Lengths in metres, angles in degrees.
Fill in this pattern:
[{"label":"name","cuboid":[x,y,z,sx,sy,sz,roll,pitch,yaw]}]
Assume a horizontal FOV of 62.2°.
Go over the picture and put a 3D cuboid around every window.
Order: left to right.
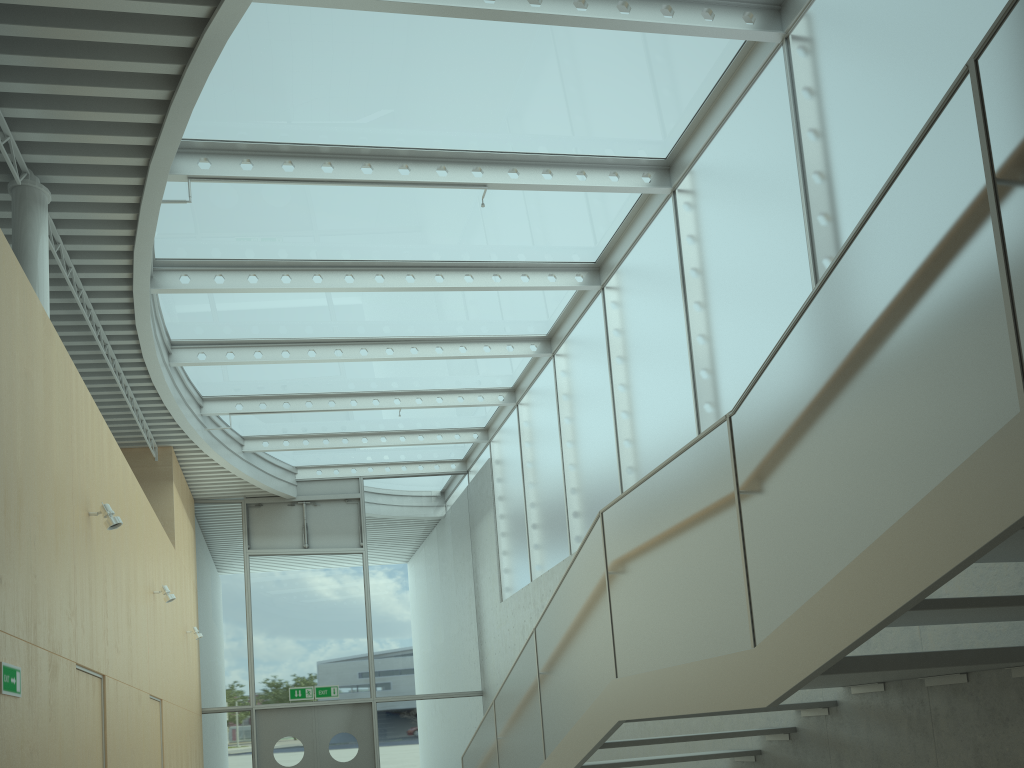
[{"label":"window","cuboid":[-2.851,4.515,14.591,4.850,6.039,0.114,-1,-7,-16]},{"label":"window","cuboid":[-1.241,1.982,9.301,4.776,5.971,16.867,-1,-21,-15]},{"label":"window","cuboid":[0.735,0.568,10.051,0.030,2.617,16.680,-3,-22,-16]}]

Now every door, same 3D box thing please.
[{"label":"door","cuboid":[-3.249,6.428,14.202,1.919,2.024,0.182,0,-8,-16]}]

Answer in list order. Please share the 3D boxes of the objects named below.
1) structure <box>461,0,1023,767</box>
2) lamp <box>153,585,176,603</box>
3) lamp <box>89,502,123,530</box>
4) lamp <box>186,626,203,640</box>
[{"label":"structure","cuboid":[1.710,0.992,3.889,1.881,4.011,13.440,-2,-21,-16]},{"label":"lamp","cuboid":[-3.706,2.236,9.058,0.235,0.188,0.147,7,-17,-34]},{"label":"lamp","cuboid":[-2.904,0.941,6.063,0.235,0.188,0.147,7,-17,-34]},{"label":"lamp","cuboid":[-4.514,3.539,12.074,0.234,0.188,0.147,7,-17,-34]}]
